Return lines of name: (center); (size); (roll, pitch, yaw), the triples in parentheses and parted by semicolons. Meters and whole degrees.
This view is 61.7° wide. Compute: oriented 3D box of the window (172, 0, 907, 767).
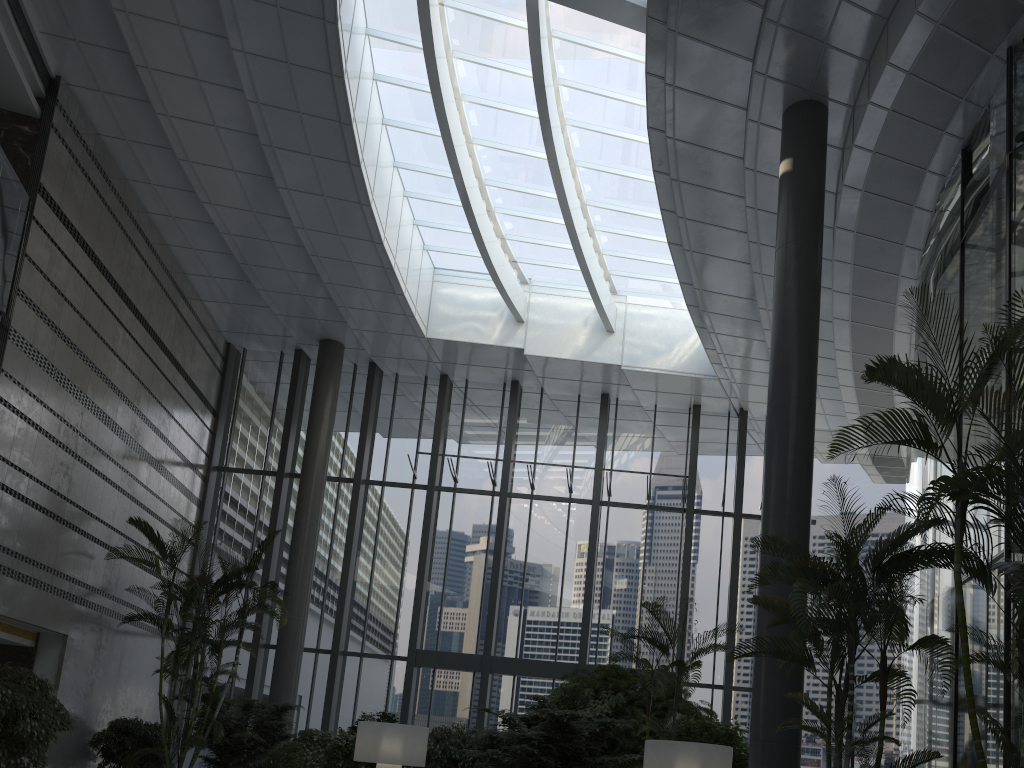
window: (-1.033, 0.077, 8.807); (13.445, 9.418, 20.199); (0, -22, 14)

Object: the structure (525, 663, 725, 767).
structure: (1.450, 5.554, 12.569); (3.731, 2.787, 3.433); (1, -19, 13)

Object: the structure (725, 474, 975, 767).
structure: (2.588, 2.647, 6.672); (1.687, 3.519, 2.125); (9, -14, -14)

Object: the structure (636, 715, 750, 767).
structure: (2.117, 4.845, 9.888); (1.556, 2.006, 1.692); (-8, -21, 41)

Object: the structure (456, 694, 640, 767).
structure: (0.360, 5.041, 10.921); (2.273, 2.193, 2.460); (9, -18, -12)

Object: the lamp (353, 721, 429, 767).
lamp: (-1.489, 4.846, 10.108); (0.825, 1.577, 0.903); (1, -14, 18)

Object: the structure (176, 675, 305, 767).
structure: (-4.286, 5.765, 13.447); (1.909, 2.163, 1.943); (10, -17, -14)

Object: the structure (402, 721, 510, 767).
structure: (-0.790, 5.820, 12.401); (1.992, 1.783, 1.774); (-6, -20, 31)

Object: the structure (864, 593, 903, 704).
structure: (6.449, 5.095, 12.428); (2.509, 4.396, 2.616); (10, -14, -17)

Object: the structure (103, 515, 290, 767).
structure: (-4.665, 4.155, 12.576); (2.515, 4.396, 2.606); (4, -13, 7)

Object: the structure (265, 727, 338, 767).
structure: (-2.956, 5.918, 12.742); (1.516, 1.516, 1.616); (16, -20, -30)

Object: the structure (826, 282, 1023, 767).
structure: (3.159, 1.510, 5.064); (2.509, 4.396, 2.616); (10, -14, -17)

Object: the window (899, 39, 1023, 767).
window: (6.165, 2.239, 9.873); (4.221, 7.477, 16.526); (5, -21, 3)

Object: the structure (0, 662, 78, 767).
structure: (-6.001, 4.147, 9.811); (1.612, 1.858, 2.193); (-4, -20, 30)

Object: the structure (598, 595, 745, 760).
structure: (1.656, 3.912, 9.396); (1.444, 3.268, 1.264); (9, -12, -14)

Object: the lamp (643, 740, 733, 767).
lamp: (1.625, 4.249, 8.140); (0.890, 1.578, 0.838); (16, -16, -37)

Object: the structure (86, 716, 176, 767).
structure: (-5.716, 5.742, 12.829); (1.123, 1.456, 1.503); (-8, -22, 41)

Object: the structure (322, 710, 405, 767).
structure: (-2.134, 5.622, 12.309); (1.227, 1.855, 1.487); (-1, -17, 26)
